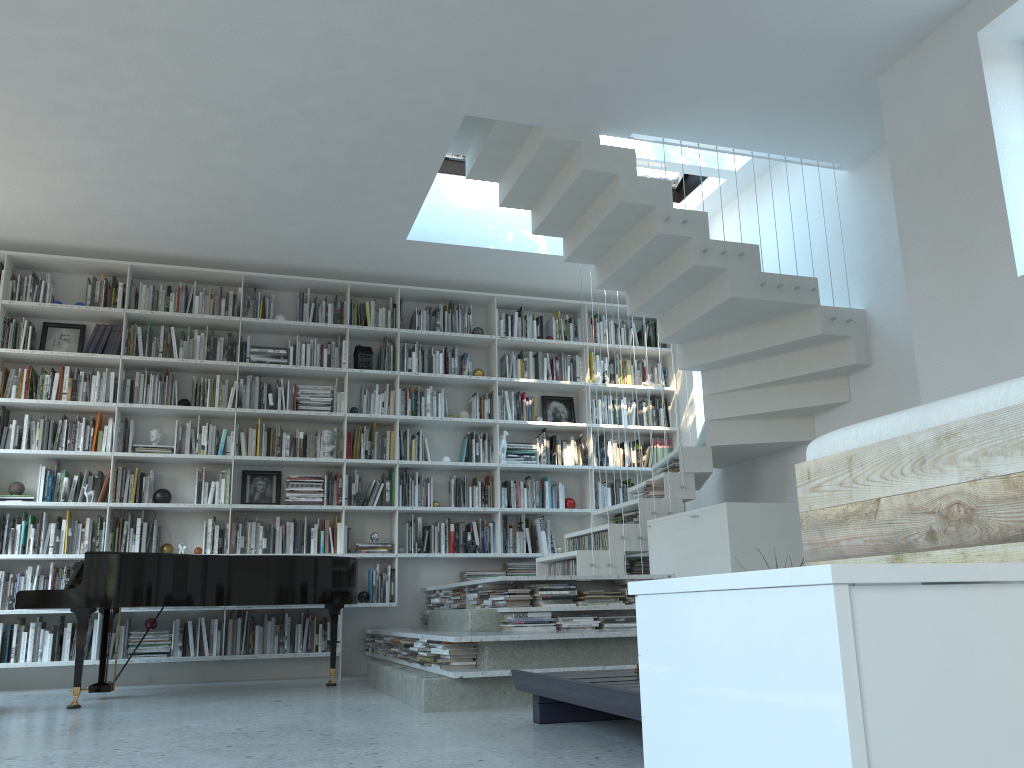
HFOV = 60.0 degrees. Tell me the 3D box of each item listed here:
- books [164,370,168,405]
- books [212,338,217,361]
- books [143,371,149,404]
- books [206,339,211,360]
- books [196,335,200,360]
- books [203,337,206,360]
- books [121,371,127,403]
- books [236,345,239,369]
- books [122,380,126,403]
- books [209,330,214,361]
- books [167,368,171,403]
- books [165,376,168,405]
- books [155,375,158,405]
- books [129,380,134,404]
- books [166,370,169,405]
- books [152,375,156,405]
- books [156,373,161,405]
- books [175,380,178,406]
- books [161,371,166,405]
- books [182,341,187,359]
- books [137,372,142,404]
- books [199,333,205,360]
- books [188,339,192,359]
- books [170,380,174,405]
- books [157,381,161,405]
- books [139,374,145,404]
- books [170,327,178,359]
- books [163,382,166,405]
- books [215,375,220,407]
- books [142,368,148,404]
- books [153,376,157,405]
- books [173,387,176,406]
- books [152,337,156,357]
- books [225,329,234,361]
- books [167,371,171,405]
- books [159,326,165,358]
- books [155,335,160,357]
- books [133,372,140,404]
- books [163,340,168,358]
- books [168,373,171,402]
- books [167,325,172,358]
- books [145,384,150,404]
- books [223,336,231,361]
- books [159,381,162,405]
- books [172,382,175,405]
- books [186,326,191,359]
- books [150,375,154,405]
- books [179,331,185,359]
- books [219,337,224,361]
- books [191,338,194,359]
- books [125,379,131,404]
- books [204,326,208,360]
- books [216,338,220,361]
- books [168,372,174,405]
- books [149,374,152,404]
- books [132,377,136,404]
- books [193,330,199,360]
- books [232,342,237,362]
[{"bbox_3d":[-2.682,0.055,6.877,0.004,0.320,0.153,3,-15,-17],"label":"books"},{"bbox_3d":[-2.360,-0.235,7.041,0.030,0.217,0.183,3,-15,-17],"label":"books"},{"bbox_3d":[-2.811,0.060,6.813,0.010,0.282,0.184,3,-15,-17],"label":"books"},{"bbox_3d":[-2.412,-0.231,7.043,0.024,0.213,0.150,3,-15,-17],"label":"books"},{"bbox_3d":[-2.476,-0.248,6.999,0.021,0.225,0.192,3,-15,-17],"label":"books"},{"bbox_3d":[-2.437,-0.244,7.027,0.013,0.230,0.142,3,-15,-17],"label":"books"},{"bbox_3d":[-2.973,0.057,6.788,0.012,0.284,0.160,3,-15,-17],"label":"books"},{"bbox_3d":[-2.206,-0.207,7.117,0.019,0.193,0.098,3,-15,-17],"label":"books"},{"bbox_3d":[-2.954,0.091,6.768,0.015,0.207,0.186,3,-15,-17],"label":"books"},{"bbox_3d":[-2.391,-0.267,7.061,0.022,0.289,0.147,3,-15,-17],"label":"books"},{"bbox_3d":[-2.665,0.051,6.886,0.005,0.330,0.162,3,-15,-17],"label":"books"},{"bbox_3d":[-2.673,0.082,6.865,0.010,0.261,0.158,3,-15,-17],"label":"books"},{"bbox_3d":[-2.736,0.076,6.835,0.009,0.260,0.180,3,-15,-17],"label":"books"},{"bbox_3d":[-2.915,0.094,6.805,0.024,0.218,0.140,3,-15,-17],"label":"books"},{"bbox_3d":[-2.670,0.059,6.885,0.005,0.315,0.157,3,-15,-17],"label":"books"},{"bbox_3d":[-2.760,0.079,6.845,0.010,0.261,0.170,3,-15,-17],"label":"books"},{"bbox_3d":[-2.728,0.069,6.846,0.011,0.278,0.169,3,-15,-17],"label":"books"},{"bbox_3d":[-2.604,0.102,6.888,0.031,0.231,0.148,3,-15,-17],"label":"books"},{"bbox_3d":[-2.696,0.064,6.855,0.011,0.290,0.177,3,-15,-17],"label":"books"},{"bbox_3d":[-2.571,-0.227,6.976,0.028,0.179,0.168,3,-15,-17],"label":"books"},{"bbox_3d":[-2.856,0.063,6.806,0.012,0.275,0.157,3,-15,-17],"label":"books"},{"bbox_3d":[-2.458,-0.258,7.028,0.028,0.260,0.136,3,-15,-17],"label":"books"},{"bbox_3d":[-2.543,-0.235,7.015,0.024,0.211,0.128,3,-15,-17],"label":"books"},{"bbox_3d":[-2.642,0.101,6.894,0.009,0.236,0.135,3,-15,-17],"label":"books"},{"bbox_3d":[-2.715,0.102,6.834,0.011,0.208,0.181,3,-15,-17],"label":"books"},{"bbox_3d":[-2.839,0.071,6.810,0.024,0.261,0.178,3,-15,-17],"label":"books"},{"bbox_3d":[-2.644,-0.285,6.958,0.075,0.285,0.179,3,-15,-17],"label":"books"},{"bbox_3d":[-2.692,0.107,6.873,0.012,0.216,0.133,3,-15,-17],"label":"books"},{"bbox_3d":[-2.317,0.090,6.974,0.022,0.284,0.190,3,-15,-17],"label":"books"},{"bbox_3d":[-2.827,0.049,6.834,0.011,0.316,0.155,3,-15,-17],"label":"books"},{"bbox_3d":[-2.750,0.082,6.847,0.011,0.255,0.152,3,-15,-17],"label":"books"},{"bbox_3d":[-2.621,0.113,6.888,0.004,0.209,0.132,3,-15,-17],"label":"books"},{"bbox_3d":[-2.789,-0.249,6.918,0.024,0.201,0.153,3,-15,-17],"label":"books"},{"bbox_3d":[-2.262,-0.271,7.082,0.058,0.301,0.175,3,-15,-17],"label":"books"},{"bbox_3d":[-2.659,0.064,6.883,0.005,0.304,0.163,3,-15,-17],"label":"books"},{"bbox_3d":[-2.738,-0.292,6.937,0.023,0.292,0.156,3,-15,-17],"label":"books"},{"bbox_3d":[-2.762,-0.257,6.921,0.029,0.218,0.158,3,-15,-17],"label":"books"},{"bbox_3d":[-2.875,0.062,6.804,0.026,0.278,0.151,3,-15,-17],"label":"books"},{"bbox_3d":[-2.713,-0.233,6.942,0.034,0.180,0.160,3,-15,-17],"label":"books"},{"bbox_3d":[-2.654,0.073,6.880,0.004,0.283,0.167,3,-15,-17],"label":"books"},{"bbox_3d":[-2.694,-0.295,6.972,0.013,0.314,0.135,3,-14,-17],"label":"books"},{"bbox_3d":[-2.796,0.112,6.823,0.029,0.186,0.149,3,-15,-17],"label":"books"},{"bbox_3d":[-2.276,-0.253,7.073,0.055,0.263,0.167,3,-15,-17],"label":"books"},{"bbox_3d":[-2.712,0.100,6.863,0.011,0.226,0.130,3,-15,-17],"label":"books"},{"bbox_3d":[-2.630,0.109,6.888,0.012,0.217,0.151,3,-15,-17],"label":"books"},{"bbox_3d":[-2.553,-0.288,6.997,0.012,0.307,0.145,3,-15,-17],"label":"books"},{"bbox_3d":[-2.763,0.077,6.818,0.012,0.251,0.184,3,-15,-17],"label":"books"},{"bbox_3d":[-2.600,-0.268,6.985,0.027,0.264,0.169,3,-15,-17],"label":"books"},{"bbox_3d":[-2.319,-0.237,7.076,0.025,0.236,0.153,3,-15,-17],"label":"books"},{"bbox_3d":[-2.518,-0.239,6.995,0.010,0.208,0.174,3,-15,-17],"label":"books"},{"bbox_3d":[-2.941,0.090,6.799,0.029,0.224,0.137,3,-15,-17],"label":"books"},{"bbox_3d":[-2.423,-0.286,7.031,0.011,0.312,0.184,3,-15,-17],"label":"books"},{"bbox_3d":[-2.337,-0.235,7.053,0.022,0.222,0.161,3,-15,-17],"label":"books"},{"bbox_3d":[-2.641,0.068,6.865,0.011,0.286,0.189,3,-15,-17],"label":"books"},{"bbox_3d":[-2.773,0.070,6.815,0.009,0.262,0.190,3,-15,-17],"label":"books"},{"bbox_3d":[-2.894,0.081,6.801,0.012,0.239,0.134,3,-15,-17],"label":"books"},{"bbox_3d":[-2.506,-0.272,7.021,0.026,0.285,0.138,3,-15,-17],"label":"books"},{"bbox_3d":[-2.227,-0.218,7.106,0.028,0.211,0.135,3,-15,-17],"label":"books"}]
